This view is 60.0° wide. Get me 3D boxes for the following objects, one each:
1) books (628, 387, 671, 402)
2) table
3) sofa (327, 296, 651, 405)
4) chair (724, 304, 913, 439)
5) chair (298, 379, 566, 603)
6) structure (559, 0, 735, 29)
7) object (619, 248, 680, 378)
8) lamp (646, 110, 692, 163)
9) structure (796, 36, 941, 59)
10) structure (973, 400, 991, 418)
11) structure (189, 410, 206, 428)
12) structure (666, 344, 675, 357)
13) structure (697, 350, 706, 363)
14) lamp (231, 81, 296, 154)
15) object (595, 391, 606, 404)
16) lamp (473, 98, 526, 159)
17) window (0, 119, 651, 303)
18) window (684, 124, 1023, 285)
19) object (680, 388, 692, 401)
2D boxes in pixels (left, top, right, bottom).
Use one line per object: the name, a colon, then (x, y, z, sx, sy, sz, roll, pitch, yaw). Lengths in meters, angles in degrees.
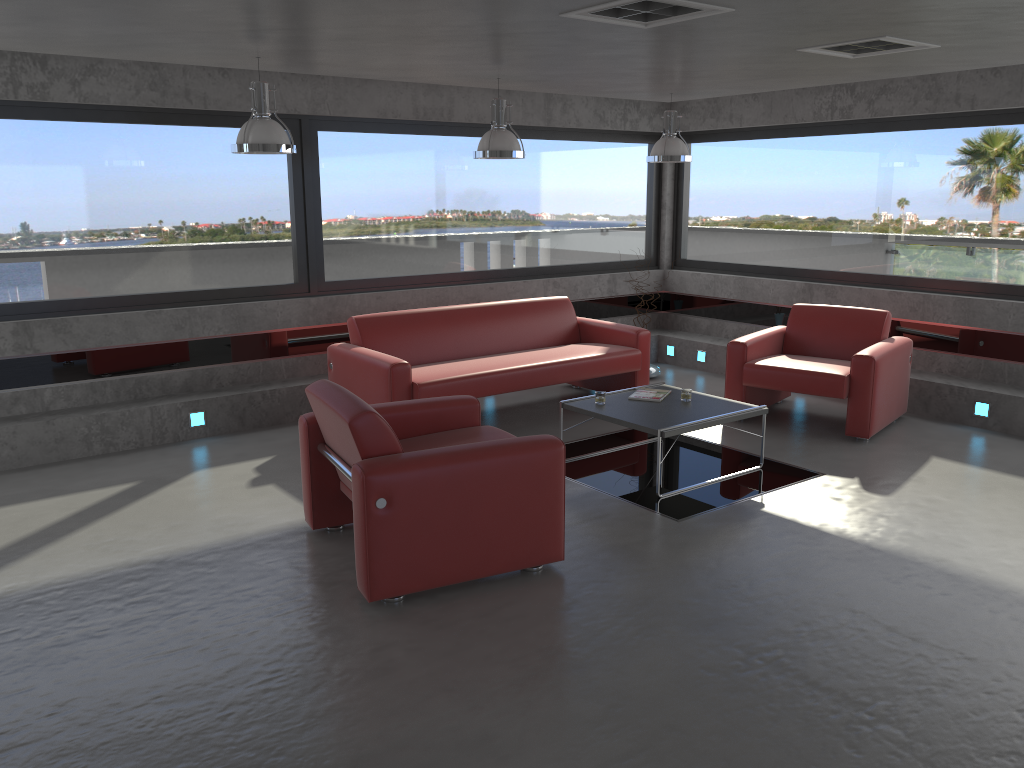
books: (0.980, 0.072, 6.286, 0.228, 0.022, 0.326, 5, 13, 23)
table: (1.018, 0.343, 6.057, 1.018, 0.436, 0.994, -9, 15, -36)
sofa: (-0.105, -0.196, 7.386, 2.626, 0.854, 1.120, -9, 15, -36)
chair: (2.473, -0.162, 7.180, 1.196, 0.854, 1.130, 9, 16, 37)
chair: (-0.416, 0.406, 4.639, 1.130, 0.854, 1.196, -6, 14, -26)
structure: (0.610, -1.807, 4.019, 0.563, 0.240, 0.563, -9, 15, -36)
object: (1.317, -0.715, 8.889, 0.466, 1.289, 0.531, -6, 13, -24)
lamp: (1.345, -2.107, 7.549, 0.388, 0.422, 0.389, 11, 16, 41)
structure: (2.042, -2.042, 5.067, 0.563, 0.240, 0.563, -9, 15, -36)
structure: (3.696, 0.199, 6.978, 0.004, 0.123, 0.123, -9, 15, -36)
structure: (-2.402, 0.269, 6.773, 0.123, 0.123, 0.004, -9, 15, -36)
structure: (1.711, -0.359, 9.565, 0.004, 0.123, 0.123, -9, 15, -36)
structure: (1.971, -0.285, 9.226, 0.004, 0.123, 0.123, -9, 15, -36)
lamp: (-1.535, -1.634, 5.441, 0.388, 0.422, 0.389, -9, 15, -36)
object: (0.604, 0.094, 6.064, 0.079, 0.077, 0.079, 9, 15, 35)
lamp: (-0.095, -1.871, 6.495, 0.388, 0.422, 0.389, -9, 15, -36)
window: (-1.556, -1.534, 7.635, 7.800, 1.364, 0.003, -9, 15, -36)
window: (3.265, -1.664, 8.136, 0.003, 1.364, 4.583, -9, 15, -36)
object: (1.207, 0.074, 6.141, 0.079, 0.077, 0.079, -7, 14, -28)
